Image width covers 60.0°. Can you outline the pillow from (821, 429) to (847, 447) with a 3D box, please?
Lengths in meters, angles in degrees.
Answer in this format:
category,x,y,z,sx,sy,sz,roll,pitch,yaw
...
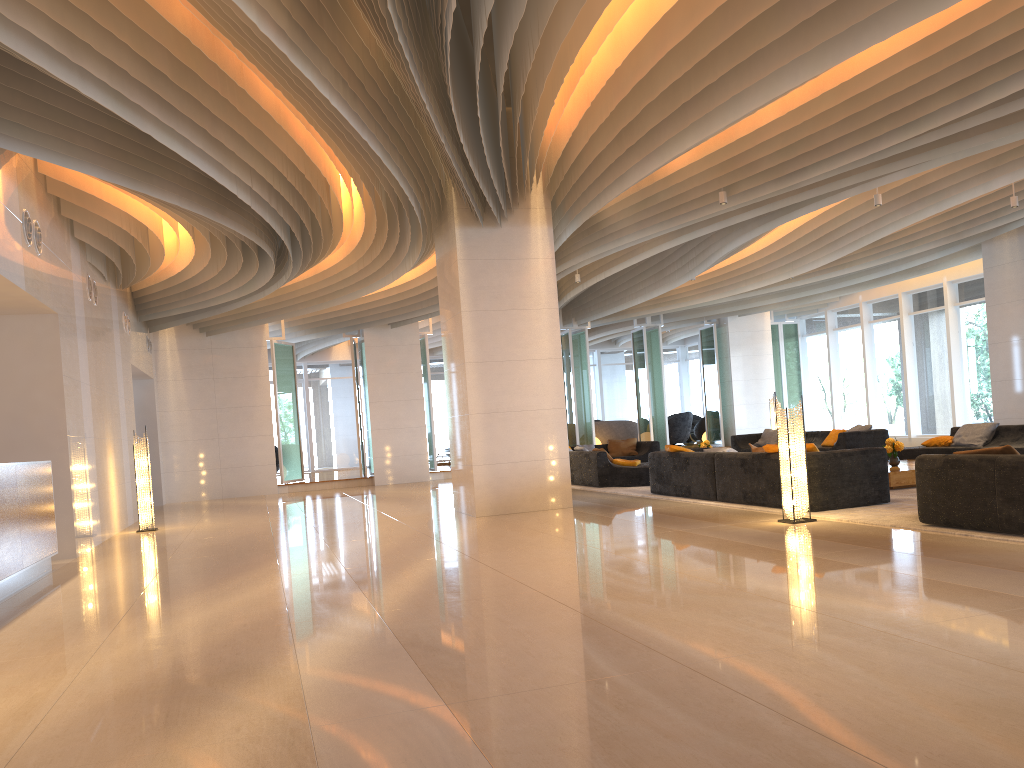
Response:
category,x,y,z,sx,sy,sz,roll,pitch,yaw
pillow,5.815,0.973,16.032,0.324,0.312,0.405,-4,-2,-15

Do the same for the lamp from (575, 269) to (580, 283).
category,x,y,z,sx,sy,sz,roll,pitch,yaw
lamp,1.090,-2.515,15.389,0.088,1.506,0.090,-4,0,28

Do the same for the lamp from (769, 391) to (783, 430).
category,x,y,z,sx,sy,sz,roll,pitch,yaw
lamp,5.690,0.883,19.061,0.252,1.451,0.248,-4,0,-17

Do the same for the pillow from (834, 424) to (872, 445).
category,x,y,z,sx,sy,sz,roll,pitch,yaw
pillow,5.969,0.909,15.548,0.546,0.377,0.641,-4,-2,5

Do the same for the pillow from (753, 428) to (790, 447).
category,x,y,z,sx,sy,sz,roll,pitch,yaw
pillow,5.259,1.089,18.005,0.555,0.377,0.629,-3,-3,-39

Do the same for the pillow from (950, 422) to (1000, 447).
category,x,y,z,sx,sy,sz,roll,pitch,yaw
pillow,6.668,0.776,12.836,0.465,0.416,0.659,-4,-2,-17

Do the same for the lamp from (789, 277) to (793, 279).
category,x,y,z,sx,sy,sz,roll,pitch,yaw
lamp,5.201,-2.743,16.707,0.088,1.506,0.090,-4,0,28

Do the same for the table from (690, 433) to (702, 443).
category,x,y,z,sx,sy,sz,roll,pitch,yaw
table,6.158,1.706,28.318,1.086,0.318,0.814,-4,-3,-11

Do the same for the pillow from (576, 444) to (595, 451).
category,x,y,z,sx,sy,sz,roll,pitch,yaw
pillow,1.554,1.402,18.344,0.411,0.312,0.319,-4,-1,-15

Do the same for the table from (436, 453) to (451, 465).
category,x,y,z,sx,sy,sz,roll,pitch,yaw
table,-1.866,2.119,25.132,1.086,0.318,0.814,-4,-3,-11

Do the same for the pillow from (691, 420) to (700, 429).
category,x,y,z,sx,sy,sz,roll,pitch,yaw
pillow,6.131,1.326,29.368,0.501,0.408,0.466,-4,-2,10

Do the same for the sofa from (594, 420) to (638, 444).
category,x,y,z,sx,sy,sz,roll,pitch,yaw
sofa,2.712,1.508,25.368,2.527,0.901,1.126,-6,-2,33

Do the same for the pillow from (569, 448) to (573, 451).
category,x,y,z,sx,sy,sz,roll,pitch,yaw
pillow,1.046,1.309,16.204,0.552,0.377,0.645,-3,-2,-21

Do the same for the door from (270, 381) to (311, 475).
category,x,y,z,sx,sy,sz,roll,pitch,yaw
door,-6.901,1.323,26.649,1.471,2.771,0.059,-4,0,-18

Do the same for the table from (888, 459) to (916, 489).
category,x,y,z,sx,sy,sz,roll,pitch,yaw
table,4.891,1.134,11.177,1.614,0.220,1.588,-3,-3,-17

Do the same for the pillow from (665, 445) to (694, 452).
category,x,y,z,sx,sy,sz,roll,pitch,yaw
pillow,2.314,0.970,11.690,0.546,0.377,0.641,-4,-2,5

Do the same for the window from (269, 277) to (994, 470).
category,x,y,z,sx,sy,sz,roll,pitch,yaw
window,8.180,-0.651,14.705,53.667,3.219,22.492,-6,-4,38

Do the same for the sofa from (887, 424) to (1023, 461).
category,x,y,z,sx,sy,sz,roll,pitch,yaw
sofa,6.688,0.863,12.003,1.364,0.582,4.109,-3,-3,-18

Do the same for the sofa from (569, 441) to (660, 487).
category,x,y,z,sx,sy,sz,roll,pitch,yaw
sofa,2.151,1.379,16.257,2.849,0.653,5.048,-3,-3,-17

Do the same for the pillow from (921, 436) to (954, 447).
category,x,y,z,sx,sy,sz,roll,pitch,yaw
pillow,6.427,0.873,13.300,0.442,0.192,0.595,-6,-3,38

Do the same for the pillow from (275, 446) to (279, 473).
category,x,y,z,sx,sy,sz,roll,pitch,yaw
pillow,-6.179,1.859,20.802,1.532,1.005,1.126,-3,-2,-19

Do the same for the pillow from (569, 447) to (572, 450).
category,x,y,z,sx,sy,sz,roll,pitch,yaw
pillow,0.995,1.323,16.539,0.416,0.335,0.329,-5,-2,39

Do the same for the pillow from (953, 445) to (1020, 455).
category,x,y,z,sx,sy,sz,roll,pitch,yaw
pillow,3.728,0.644,6.738,0.400,0.391,0.601,-4,-2,-14

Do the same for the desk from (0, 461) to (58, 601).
category,x,y,z,sx,sy,sz,roll,pitch,yaw
desk,-3.936,1.056,5.275,0.905,1.049,6.618,-4,-3,-16

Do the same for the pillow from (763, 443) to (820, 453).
category,x,y,z,sx,sy,sz,roll,pitch,yaw
pillow,3.024,0.790,9.233,0.555,0.377,0.629,-3,-3,-39

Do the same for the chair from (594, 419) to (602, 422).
category,x,y,z,sx,sy,sz,roll,pitch,yaw
chair,2.842,1.553,27.394,1.540,1.005,1.120,-3,-2,-34

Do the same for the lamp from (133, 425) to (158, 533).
category,x,y,z,sx,sy,sz,roll,pitch,yaw
lamp,-5.081,1.302,12.224,0.252,1.451,0.248,-4,0,-17

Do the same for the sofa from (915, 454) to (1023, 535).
category,x,y,z,sx,sy,sz,roll,pitch,yaw
sofa,4.055,0.787,6.856,1.366,0.576,2.235,-3,-3,-17

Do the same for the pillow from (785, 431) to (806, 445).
category,x,y,z,sx,sy,sz,roll,pitch,yaw
pillow,5.477,1.059,17.199,0.325,0.312,0.404,-4,-2,-19

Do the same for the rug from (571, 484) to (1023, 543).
category,x,y,z,sx,sy,sz,roll,pitch,yaw
rug,4.811,1.269,11.487,5.560,0.022,16.093,-3,-3,-16

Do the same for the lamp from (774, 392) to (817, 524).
category,x,y,z,sx,sy,sz,roll,pitch,yaw
lamp,2.562,0.661,8.099,0.252,1.198,0.248,-4,0,-17

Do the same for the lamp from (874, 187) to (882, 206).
category,x,y,z,sx,sy,sz,roll,pitch,yaw
lamp,4.540,-2.988,11.120,0.090,1.506,0.088,-5,1,-44

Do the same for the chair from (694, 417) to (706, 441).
category,x,y,z,sx,sy,sz,roll,pitch,yaw
chair,6.336,1.298,27.339,1.529,1.005,1.128,-4,-2,-15

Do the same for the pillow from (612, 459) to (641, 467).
category,x,y,z,sx,sy,sz,roll,pitch,yaw
pillow,1.846,1.259,14.257,0.407,0.136,0.420,-5,-3,17

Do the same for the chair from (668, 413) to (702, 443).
category,x,y,z,sx,sy,sz,roll,pitch,yaw
chair,5.787,1.439,29.288,1.521,1.005,1.134,-4,-1,-5

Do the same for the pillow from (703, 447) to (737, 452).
category,x,y,z,sx,sy,sz,roll,pitch,yaw
pillow,2.636,0.963,10.857,0.424,0.377,0.582,-4,-2,-15

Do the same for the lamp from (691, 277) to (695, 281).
category,x,y,z,sx,sy,sz,roll,pitch,yaw
lamp,3.226,-2.634,16.073,0.088,1.506,0.090,-4,0,28

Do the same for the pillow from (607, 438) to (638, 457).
category,x,y,z,sx,sy,sz,roll,pitch,yaw
pillow,2.320,1.333,18.607,0.637,0.377,0.549,-4,-2,5

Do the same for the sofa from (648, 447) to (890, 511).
category,x,y,z,sx,sy,sz,roll,pitch,yaw
sofa,2.812,1.065,10.505,0.950,0.582,3.747,-4,-3,-16

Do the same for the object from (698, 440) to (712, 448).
category,x,y,z,sx,sy,sz,roll,pitch,yaw
object,3.545,1.198,16.267,0.234,0.377,0.268,-4,-1,15

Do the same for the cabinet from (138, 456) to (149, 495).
category,x,y,z,sx,sy,sz,roll,pitch,yaw
cabinet,-6.736,1.615,15.537,0.564,0.661,1.498,-4,-2,-17

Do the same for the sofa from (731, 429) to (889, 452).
category,x,y,z,sx,sy,sz,roll,pitch,yaw
sofa,5.498,1.197,16.736,0.950,0.582,3.747,-4,-3,-16

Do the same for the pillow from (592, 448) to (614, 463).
category,x,y,z,sx,sy,sz,roll,pitch,yaw
pillow,1.526,1.190,14.480,0.331,0.311,0.421,-4,-2,-15

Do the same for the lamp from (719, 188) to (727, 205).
category,x,y,z,sx,sy,sz,roll,pitch,yaw
lamp,2.435,-2.872,10.437,0.090,1.506,0.088,-4,0,-26

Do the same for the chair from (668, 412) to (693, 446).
category,x,y,z,sx,sy,sz,roll,pitch,yaw
chair,4.793,1.363,26.459,1.541,1.005,1.119,-2,-2,-44

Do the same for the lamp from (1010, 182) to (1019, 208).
category,x,y,z,sx,sy,sz,roll,pitch,yaw
lamp,6.633,-3.104,11.789,0.090,1.506,0.088,-4,0,-26

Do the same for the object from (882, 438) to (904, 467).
category,x,y,z,sx,sy,sz,roll,pitch,yaw
object,4.748,0.837,11.033,0.235,0.377,0.266,-4,-1,5

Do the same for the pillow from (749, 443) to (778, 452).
category,x,y,z,sx,sy,sz,roll,pitch,yaw
pillow,2.918,0.852,9.867,0.447,0.409,0.597,-4,-2,-15
